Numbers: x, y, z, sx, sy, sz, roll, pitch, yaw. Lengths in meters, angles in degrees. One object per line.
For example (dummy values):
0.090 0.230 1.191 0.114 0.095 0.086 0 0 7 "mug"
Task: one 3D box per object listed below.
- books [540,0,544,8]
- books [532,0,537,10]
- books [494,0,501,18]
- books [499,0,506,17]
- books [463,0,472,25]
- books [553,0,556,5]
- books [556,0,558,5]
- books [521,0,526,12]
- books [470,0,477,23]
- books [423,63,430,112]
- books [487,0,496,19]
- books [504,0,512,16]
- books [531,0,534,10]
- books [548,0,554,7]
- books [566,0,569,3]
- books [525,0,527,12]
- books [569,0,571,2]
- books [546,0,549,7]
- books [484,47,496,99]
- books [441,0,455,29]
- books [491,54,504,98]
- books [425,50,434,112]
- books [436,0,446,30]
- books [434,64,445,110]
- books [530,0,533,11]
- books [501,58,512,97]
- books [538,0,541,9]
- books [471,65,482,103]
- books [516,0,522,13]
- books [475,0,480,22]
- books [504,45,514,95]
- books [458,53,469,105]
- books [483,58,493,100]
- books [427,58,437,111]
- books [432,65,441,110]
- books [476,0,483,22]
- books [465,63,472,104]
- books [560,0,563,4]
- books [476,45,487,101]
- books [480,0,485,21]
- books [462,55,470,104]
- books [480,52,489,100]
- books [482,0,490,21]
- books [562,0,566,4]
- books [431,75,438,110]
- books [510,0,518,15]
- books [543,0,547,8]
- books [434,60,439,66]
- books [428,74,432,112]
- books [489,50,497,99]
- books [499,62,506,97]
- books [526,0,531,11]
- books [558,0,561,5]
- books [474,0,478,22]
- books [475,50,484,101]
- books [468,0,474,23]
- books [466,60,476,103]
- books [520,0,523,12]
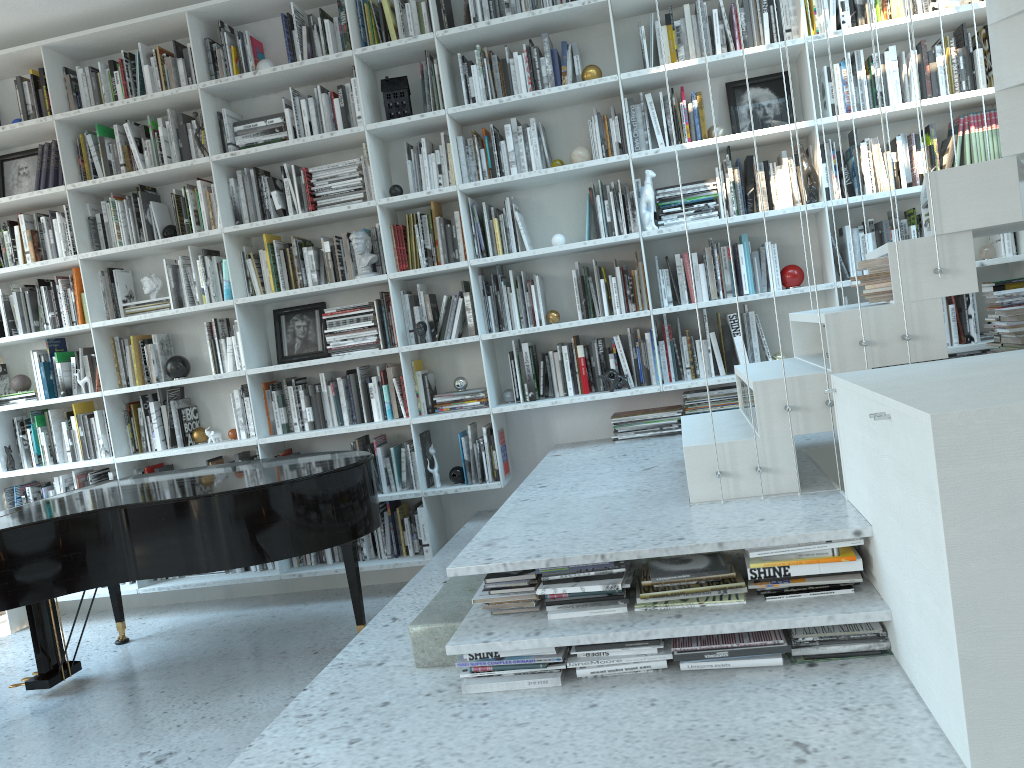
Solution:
0.146 -1.914 4.361 0.008 0.275 0.162 -8 4 11 "books"
0.111 -1.920 4.342 0.015 0.299 0.183 -8 4 11 "books"
-0.064 -1.876 4.404 0.021 0.256 0.168 -8 4 11 "books"
-0.031 -1.848 4.418 0.031 0.191 0.132 -8 4 11 "books"
-0.215 -1.828 4.419 0.046 0.206 0.183 -8 4 11 "books"
0.201 -1.934 4.351 0.019 0.299 0.137 -8 4 11 "books"
0.215 -1.948 4.365 0.008 0.322 0.133 -8 4 11 "books"
0.064 -1.880 4.368 0.018 0.231 0.159 -8 4 11 "books"
-0.179 -1.854 4.425 0.011 0.244 0.172 -8 4 11 "books"
-0.410 -1.466 4.491 0.022 0.272 0.181 -8 4 11 "books"
-0.089 -1.872 4.407 0.030 0.255 0.161 -8 4 11 "books"
-0.014 -1.882 4.371 0.028 0.258 0.184 -8 4 11 "books"
0.101 -1.935 4.360 0.007 0.329 0.183 -8 4 11 "books"
0.188 -1.911 4.350 0.014 0.259 0.149 -8 4 11 "books"
0.272 -1.897 4.328 0.014 0.209 0.187 -8 4 11 "books"
0.071 -1.922 4.368 0.006 0.312 0.178 -8 4 11 "books"
0.276 -1.947 4.324 0.006 0.306 0.163 -8 4 11 "books"
0.173 -1.933 4.344 0.008 0.307 0.182 -8 4 11 "books"
-0.094 -1.522 4.448 0.021 0.296 0.138 -8 4 11 "books"
-0.321 -1.864 4.431 0.019 0.304 0.175 -8 4 11 "books"
-0.057 -1.498 4.426 0.027 0.241 0.160 -8 4 11 "books"
-0.405 -1.502 4.502 0.025 0.339 0.142 -8 4 11 "books"
-0.335 -1.825 4.445 0.033 0.230 0.175 -8 4 11 "books"
-0.345 -1.463 4.468 0.013 0.248 0.186 -8 4 11 "books"
0.100 -1.895 4.365 0.008 0.251 0.170 -8 4 11 "books"
-0.012 -1.497 4.440 0.028 0.223 0.142 -8 4 11 "books"
0.136 -1.915 4.366 0.012 0.280 0.144 -8 4 11 "books"
-0.159 -1.467 4.439 0.026 0.208 0.181 -8 4 11 "books"
0.035 -1.910 4.395 0.017 0.295 0.138 -8 4 11 "books"
-0.153 -1.827 4.422 0.009 0.183 0.160 -8 4 11 "books"
0.003 -1.529 4.431 0.013 0.284 0.154 -8 4 11 "books"
-0.228 -1.497 4.459 0.012 0.285 0.159 -8 4 11 "books"
-0.104 -1.490 4.446 0.012 0.236 0.165 -8 4 11 "books"
-0.390 -1.477 4.480 0.021 0.288 0.179 -8 4 11 "books"
-0.364 -1.465 4.485 0.005 0.255 0.158 -8 4 11 "books"
-0.148 -1.850 4.407 0.013 0.229 0.173 -8 4 11 "books"
-0.200 -1.479 4.470 0.012 0.240 0.138 -8 4 11 "books"
0.239 -1.928 4.327 0.008 0.279 0.180 -8 4 11 "books"
-0.133 -1.521 4.440 0.014 0.307 0.152 -8 4 11 "books"
-0.131 -1.842 4.433 0.009 0.206 0.146 -8 4 11 "books"
-0.213 -1.498 4.477 0.011 0.280 0.133 -8 4 11 "books"
-0.119 -1.504 4.439 0.010 0.269 0.165 -8 4 11 "books"
-0.116 -1.853 4.414 0.028 0.226 0.163 -8 4 11 "books"
0.258 -1.899 4.340 0.018 0.214 0.157 -8 4 11 "books"
-0.368 -1.442 4.499 0.013 0.211 0.139 -8 4 11 "books"
0.013 -1.904 4.387 0.024 0.292 0.167 -8 4 11 "books"
0.163 -1.905 4.358 0.024 0.252 0.149 -8 4 11 "books"
-0.353 -1.485 4.510 0.013 0.289 0.131 -8 4 11 "books"
-0.391 -1.442 4.505 0.024 0.217 0.168 -8 4 11 "books"
-0.075 -1.515 4.452 0.012 0.277 0.133 -8 4 11 "books"
-0.032 -1.489 4.441 0.014 0.215 0.132 -8 4 11 "books"
0.088 -1.867 4.354 0.018 0.201 0.188 -8 4 11 "books"
0.228 -1.936 4.335 0.013 0.297 0.188 -8 4 11 "books"
-0.167 -1.862 4.432 0.012 0.255 0.133 -8 4 11 "books"
-0.143 -1.508 4.449 0.011 0.283 0.172 -8 4 11 "books"
-0.190 -1.852 4.418 0.009 0.244 0.173 -8 4 11 "books"
-0.183 -1.483 4.461 0.026 0.243 0.148 -8 4 11 "books"
0.051 -1.906 4.387 0.007 0.285 0.159 -8 4 11 "books"
